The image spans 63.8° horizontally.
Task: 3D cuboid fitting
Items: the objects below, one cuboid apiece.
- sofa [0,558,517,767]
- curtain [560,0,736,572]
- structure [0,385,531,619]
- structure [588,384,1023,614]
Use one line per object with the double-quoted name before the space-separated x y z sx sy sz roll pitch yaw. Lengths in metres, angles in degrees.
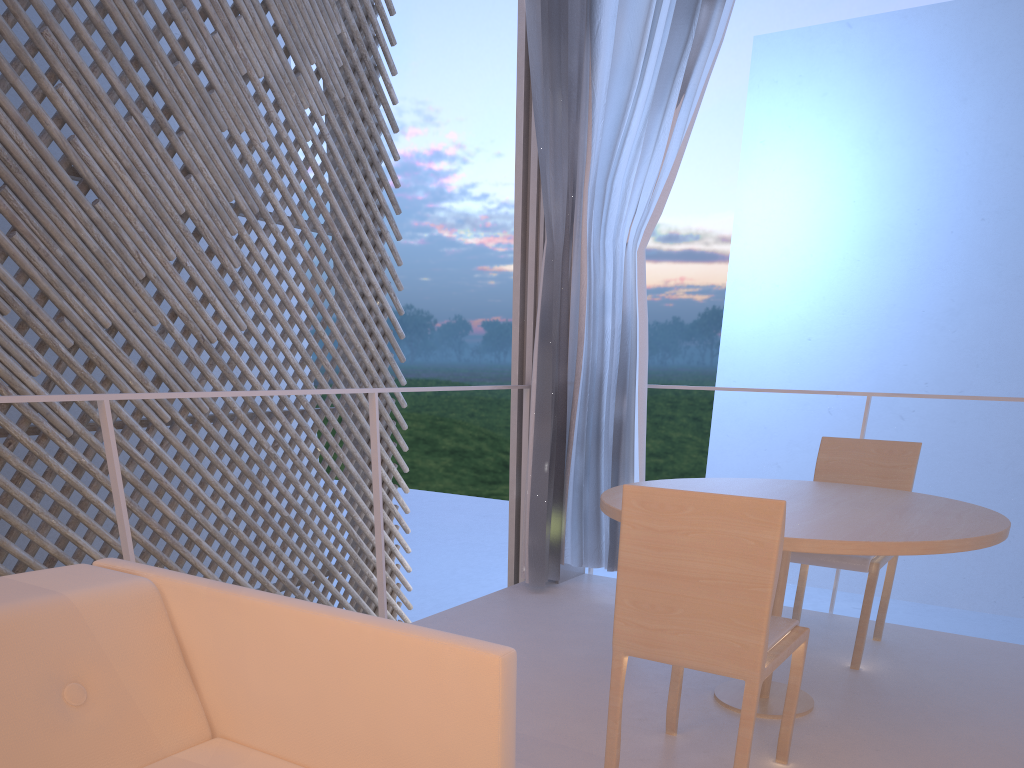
"sofa" -0.471 0.379 0.411 0.484 0.403 0.934 8 7 34
"curtain" 0.375 -0.760 1.596 0.500 2.645 0.089 10 22 25
"structure" -0.423 0.304 1.479 0.027 0.607 1.613 15 11 34
"structure" 1.167 0.936 2.664 1.321 1.958 1.351 10 17 32
